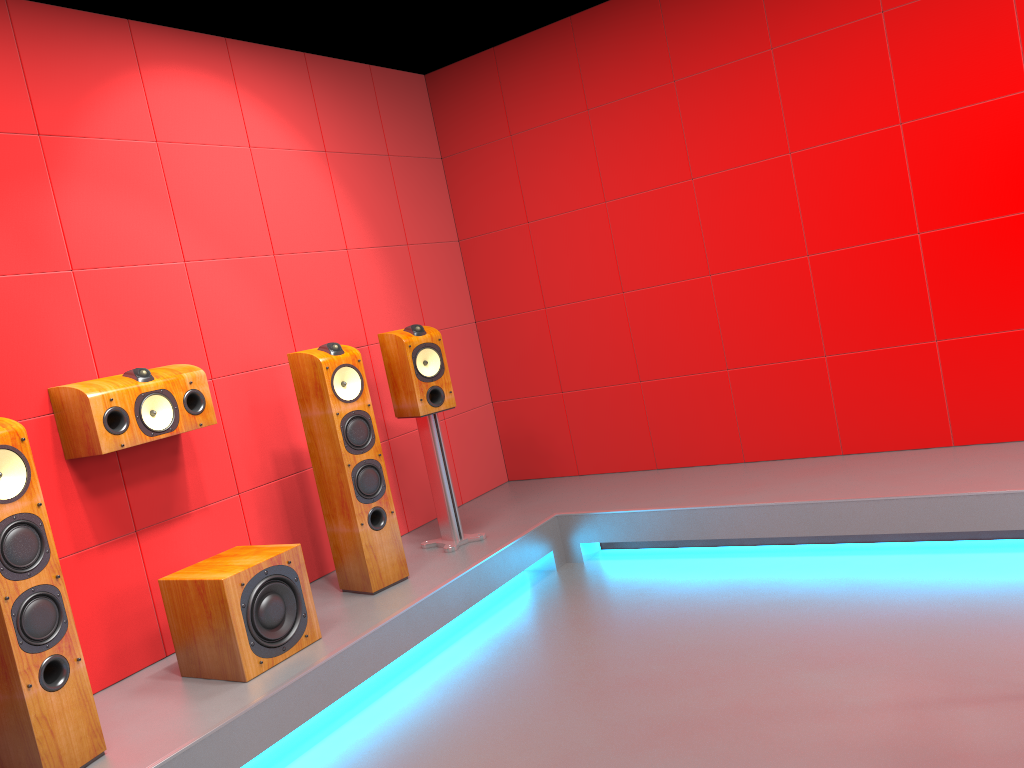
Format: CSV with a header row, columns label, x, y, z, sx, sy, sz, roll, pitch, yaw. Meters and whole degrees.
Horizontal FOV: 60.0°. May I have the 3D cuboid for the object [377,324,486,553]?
label,x,y,z,sx,sy,sz,roll,pitch,yaw
object,-0.384,0.244,4.197,0.231,1.058,0.265,-15,6,-37

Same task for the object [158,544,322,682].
label,x,y,z,sx,sy,sz,roll,pitch,yaw
object,-0.965,0.807,3.176,0.360,0.360,0.360,-9,6,33

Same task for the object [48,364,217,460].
label,x,y,z,sx,sy,sz,roll,pitch,yaw
object,-1.391,0.080,3.287,0.235,0.271,0.493,-9,6,33

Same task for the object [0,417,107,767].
label,x,y,z,sx,sy,sz,roll,pitch,yaw
object,-1.431,0.605,2.514,0.238,1.052,0.203,-10,5,23

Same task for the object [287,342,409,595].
label,x,y,z,sx,sy,sz,roll,pitch,yaw
object,-0.688,0.347,3.750,0.238,1.052,0.203,-7,7,43
